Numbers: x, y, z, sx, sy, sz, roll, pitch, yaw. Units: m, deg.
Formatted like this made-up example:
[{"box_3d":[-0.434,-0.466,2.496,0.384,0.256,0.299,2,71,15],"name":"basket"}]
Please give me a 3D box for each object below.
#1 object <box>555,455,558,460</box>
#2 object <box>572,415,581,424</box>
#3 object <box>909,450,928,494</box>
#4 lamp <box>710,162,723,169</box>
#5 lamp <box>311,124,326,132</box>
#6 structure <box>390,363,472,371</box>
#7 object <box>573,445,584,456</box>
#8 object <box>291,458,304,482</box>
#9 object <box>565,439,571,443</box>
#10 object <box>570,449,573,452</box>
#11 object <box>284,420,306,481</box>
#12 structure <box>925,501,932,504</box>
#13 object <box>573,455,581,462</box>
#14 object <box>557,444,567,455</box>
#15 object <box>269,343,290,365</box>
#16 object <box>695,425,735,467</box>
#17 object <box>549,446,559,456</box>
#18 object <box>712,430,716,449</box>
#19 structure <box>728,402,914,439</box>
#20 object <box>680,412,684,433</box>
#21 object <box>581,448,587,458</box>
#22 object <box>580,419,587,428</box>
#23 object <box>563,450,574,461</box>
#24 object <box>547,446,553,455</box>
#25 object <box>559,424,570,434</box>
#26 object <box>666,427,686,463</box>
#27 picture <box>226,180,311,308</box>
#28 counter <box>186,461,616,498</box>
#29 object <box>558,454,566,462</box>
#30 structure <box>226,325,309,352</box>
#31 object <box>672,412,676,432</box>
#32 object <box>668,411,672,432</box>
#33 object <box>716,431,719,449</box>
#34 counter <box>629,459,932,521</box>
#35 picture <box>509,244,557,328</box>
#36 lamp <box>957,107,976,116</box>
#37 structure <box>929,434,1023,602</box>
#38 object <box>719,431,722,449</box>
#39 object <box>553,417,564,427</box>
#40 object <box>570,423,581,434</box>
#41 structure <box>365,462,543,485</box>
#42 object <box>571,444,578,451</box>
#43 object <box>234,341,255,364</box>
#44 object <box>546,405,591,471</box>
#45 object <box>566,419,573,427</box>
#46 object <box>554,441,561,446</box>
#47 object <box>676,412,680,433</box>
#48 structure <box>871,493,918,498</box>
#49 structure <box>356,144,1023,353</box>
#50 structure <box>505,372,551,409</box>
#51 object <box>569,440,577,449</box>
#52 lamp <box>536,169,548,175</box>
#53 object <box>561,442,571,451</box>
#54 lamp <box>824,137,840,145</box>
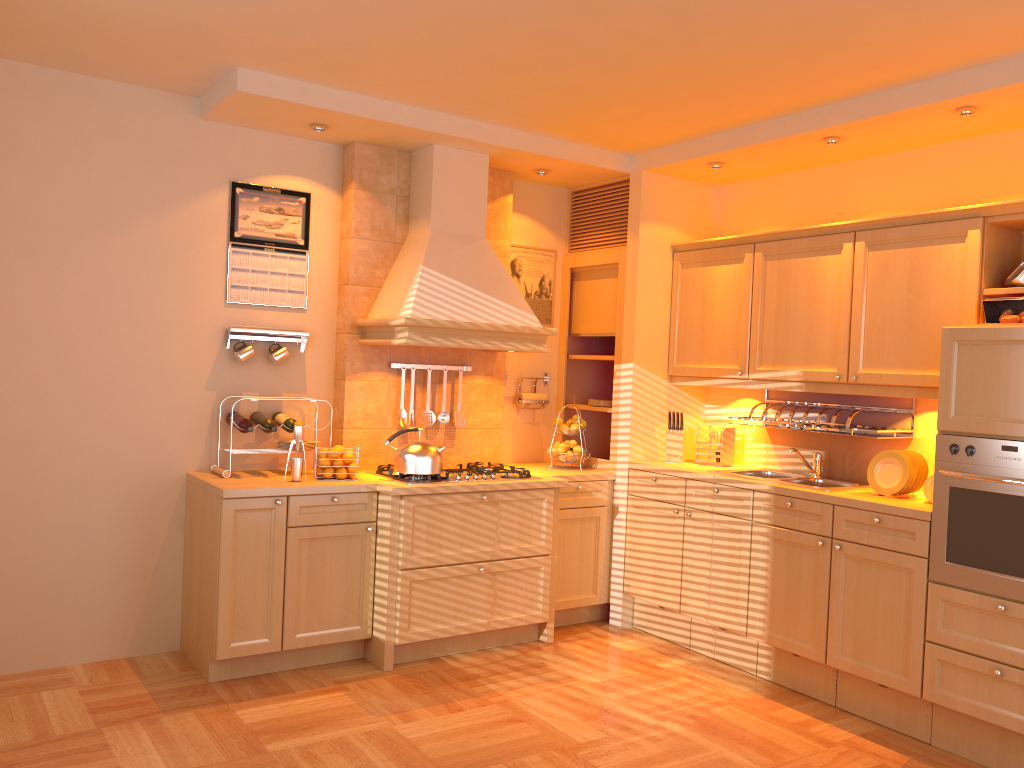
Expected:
[{"box_3d":[0.279,0.431,5.263,0.046,0.043,0.047,3,1,16],"name":"object"},{"box_3d":[0.379,0.209,5.212,0.055,0.059,0.058,3,1,12],"name":"object"},{"box_3d":[1.798,0.400,4.034,0.049,0.200,0.205,2,1,-33],"name":"object"},{"box_3d":[1.097,-1.171,4.762,0.070,0.021,0.070,3,1,16],"name":"lamp"},{"box_3d":[-0.946,-1.253,4.343,0.070,0.021,0.070,3,1,39],"name":"lamp"},{"box_3d":[-0.438,-0.092,4.883,0.506,0.024,0.009,2,1,-34],"name":"structure"},{"box_3d":[0.385,0.387,5.159,0.063,0.060,0.064,2,1,-19],"name":"object"},{"box_3d":[-1.019,0.407,4.200,0.060,0.106,0.060,3,1,24],"name":"object"},{"box_3d":[0.335,0.351,5.245,0.051,0.048,0.050,3,1,-1],"name":"object"},{"box_3d":[0.342,0.384,5.291,0.059,0.055,0.058,2,1,-27],"name":"object"},{"box_3d":[-1.027,0.316,4.190,0.088,0.288,0.101,2,1,-34],"name":"object"},{"box_3d":[1.877,0.509,3.811,0.219,0.010,0.084,2,1,-33],"name":"structure"},{"box_3d":[0.377,0.428,5.211,0.063,0.061,0.064,3,1,34],"name":"object"},{"box_3d":[0.292,0.378,5.145,0.056,0.063,0.065,3,1,32],"name":"object"},{"box_3d":[-1.187,-0.152,4.522,0.103,0.111,0.066,2,1,-41],"name":"object"},{"box_3d":[1.158,0.349,5.051,0.103,0.221,0.200,2,1,-34],"name":"object"},{"box_3d":[0.250,0.392,5.196,0.063,0.063,0.063,2,1,-23],"name":"object"},{"box_3d":[1.145,0.356,5.002,0.042,0.192,0.040,3,1,17],"name":"object"},{"box_3d":[1.552,0.174,4.531,0.300,0.126,0.900,2,1,-34],"name":"structure"},{"box_3d":[0.964,0.293,5.060,0.019,0.265,0.037,3,1,39],"name":"object"},{"box_3d":[0.414,0.410,5.276,0.059,0.059,0.058,3,1,10],"name":"object"},{"box_3d":[0.412,0.239,5.237,0.058,0.060,0.057,2,1,-13],"name":"object"},{"box_3d":[0.330,0.418,5.164,0.064,0.062,0.064,4,1,43],"name":"object"},{"box_3d":[0.237,0.397,5.261,0.056,0.057,0.053,3,1,33],"name":"object"},{"box_3d":[0.309,0.265,5.223,0.064,0.058,0.063,3,1,22],"name":"object"},{"box_3d":[0.940,0.349,5.089,0.100,0.200,0.070,3,1,29],"name":"object"},{"box_3d":[-1.236,-0.703,4.527,0.417,0.605,0.009,2,1,-34],"name":"picture"},{"box_3d":[-0.450,0.495,4.658,2.250,0.038,0.770,2,1,-34],"name":"counter"},{"box_3d":[0.295,0.429,5.213,0.052,0.056,0.057,3,1,18],"name":"object"},{"box_3d":[-1.239,-0.229,4.512,0.405,0.118,0.069,2,1,-34],"name":"structure"},{"box_3d":[0.922,0.290,5.084,0.019,0.265,0.038,3,1,39],"name":"object"},{"box_3d":[0.903,0.289,5.094,0.019,0.265,0.037,3,1,20],"name":"object"},{"box_3d":[1.160,0.360,4.995,0.020,0.196,0.017,2,1,-9],"name":"object"},{"box_3d":[1.413,0.501,4.453,0.600,0.038,1.800,2,1,-34],"name":"counter"},{"box_3d":[0.116,-0.598,5.450,0.366,0.491,0.007,2,1,-34],"name":"picture"},{"box_3d":[1.863,-1.117,3.638,0.070,0.021,0.070,3,1,16],"name":"lamp"},{"box_3d":[1.827,0.501,3.293,0.066,0.583,0.576,2,1,-34],"name":"structure"},{"box_3d":[1.170,0.360,4.989,0.018,0.196,0.022,2,1,-30],"name":"object"},{"box_3d":[0.275,0.231,5.259,0.061,0.064,0.063,2,1,-25],"name":"object"},{"box_3d":[0.371,0.261,5.201,0.064,0.063,0.063,2,1,-17],"name":"object"},{"box_3d":[-0.303,0.460,4.666,0.797,0.051,0.494,2,1,-34],"name":"structure"},{"box_3d":[0.380,0.382,5.243,0.057,0.059,0.058,3,1,20],"name":"object"},{"box_3d":[-1.335,-0.157,4.422,0.103,0.111,0.066,2,1,-41],"name":"object"},{"box_3d":[0.337,0.311,5.243,0.265,0.376,0.265,3,1,15],"name":"object"},{"box_3d":[0.346,0.231,5.251,0.050,0.051,0.051,2,1,-10],"name":"object"},{"box_3d":[0.274,0.368,5.246,0.055,0.058,0.056,3,1,2],"name":"object"},{"box_3d":[0.943,0.291,5.072,0.019,0.265,0.038,3,1,39],"name":"object"},{"box_3d":[1.719,0.499,3.987,0.219,0.010,0.084,2,1,-31],"name":"structure"},{"box_3d":[1.113,-0.590,3.882,4.091,1.148,1.061,3,1,30],"name":"structure"},{"box_3d":[0.115,0.041,5.409,0.320,0.220,0.126,2,1,-34],"name":"structure"},{"box_3d":[0.357,0.352,5.184,0.049,0.052,0.050,2,1,-27],"name":"object"},{"box_3d":[0.171,-1.218,5.103,0.070,0.021,0.070,3,1,39],"name":"lamp"},{"box_3d":[0.312,0.370,5.197,0.063,0.061,0.063,3,1,29],"name":"object"},{"box_3d":[1.505,-1.142,4.169,0.070,0.021,0.070,3,1,5],"name":"lamp"}]
